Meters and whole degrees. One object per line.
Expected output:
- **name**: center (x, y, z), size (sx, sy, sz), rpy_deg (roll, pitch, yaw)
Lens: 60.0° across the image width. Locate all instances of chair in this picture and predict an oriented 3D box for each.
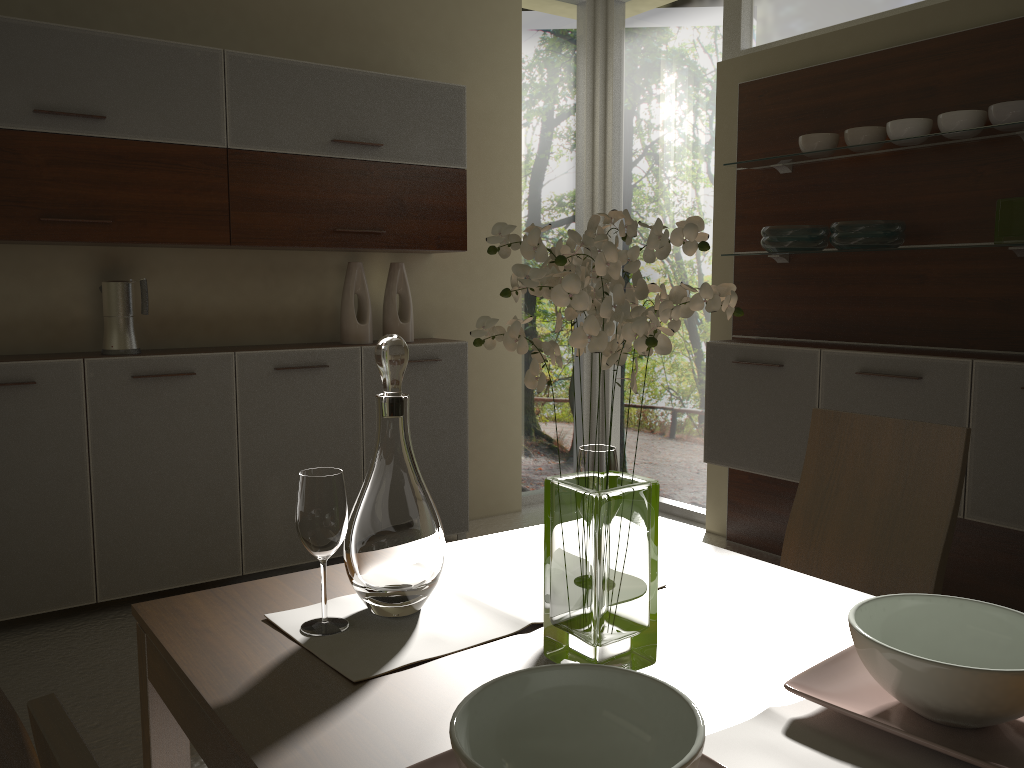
- **chair**: center (-0.372, 0.673, 1.066), size (0.507, 1.017, 0.404), rpy_deg (-4, 8, -34)
- **chair**: center (-0.020, 0.716, 0.675), size (0.507, 1.017, 0.404), rpy_deg (-5, 8, -38)
- **chair**: center (0.593, 0.590, 1.795), size (0.507, 1.017, 0.404), rpy_deg (-5, 8, -35)

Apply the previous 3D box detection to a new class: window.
- **window**: center (-0.630, -0.413, 1.894), size (6.429, 3.000, 4.466), rpy_deg (-5, 8, -37)

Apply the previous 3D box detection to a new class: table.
- **table**: center (0.209, 0.775, 1.170), size (1.000, 0.790, 1.411), rpy_deg (-5, 8, -35)

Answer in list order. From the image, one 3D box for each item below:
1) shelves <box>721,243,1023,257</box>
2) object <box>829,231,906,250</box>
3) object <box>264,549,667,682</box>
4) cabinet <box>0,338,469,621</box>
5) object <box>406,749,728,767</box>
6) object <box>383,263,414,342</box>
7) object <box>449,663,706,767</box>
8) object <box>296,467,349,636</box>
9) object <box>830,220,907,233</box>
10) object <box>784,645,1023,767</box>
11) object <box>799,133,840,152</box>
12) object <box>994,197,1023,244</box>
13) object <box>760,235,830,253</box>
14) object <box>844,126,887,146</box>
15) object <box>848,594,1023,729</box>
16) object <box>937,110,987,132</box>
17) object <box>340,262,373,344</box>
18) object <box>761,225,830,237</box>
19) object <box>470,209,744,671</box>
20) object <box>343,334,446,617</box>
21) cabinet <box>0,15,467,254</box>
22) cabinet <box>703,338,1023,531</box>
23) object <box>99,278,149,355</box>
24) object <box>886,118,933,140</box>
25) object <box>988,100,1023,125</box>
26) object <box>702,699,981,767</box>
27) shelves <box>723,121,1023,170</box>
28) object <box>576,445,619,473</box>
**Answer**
- **shelves**: center (1.777, -0.491, 3.164), size (0.255, 0.008, 2.463), rpy_deg (-5, 8, -35)
- **object**: center (1.437, -0.576, 3.591), size (0.288, 0.068, 0.288), rpy_deg (1, 7, 13)
- **object**: center (-0.059, 0.344, 1.421), size (0.589, 0.010, 0.287), rpy_deg (-5, 8, -38)
- **cabinet**: center (-1.252, 0.355, 3.902), size (2.318, 1.018, 0.372), rpy_deg (-5, 8, -35)
- **object**: center (0.061, 0.396, 0.827), size (0.283, 0.041, 0.283), rpy_deg (-5, 8, -35)
- **object**: center (-0.559, -0.399, 4.338), size (0.153, 0.384, 0.153), rpy_deg (0, 6, -1)
- **object**: center (0.059, 0.356, 0.821), size (0.232, 0.107, 0.233), rpy_deg (-3, 7, -24)
- **object**: center (-0.275, 0.242, 1.291), size (0.075, 0.232, 0.075), rpy_deg (1, 7, 13)
- **object**: center (1.437, -0.619, 3.586), size (0.288, 0.068, 0.288), rpy_deg (1, 7, 13)
- **object**: center (0.512, 0.371, 1.032), size (0.283, 0.033, 0.283), rpy_deg (-6, 8, -41)
- **object**: center (1.299, -1.010, 3.756), size (0.163, 0.077, 0.163), rpy_deg (1, 7, 13)
- **object**: center (1.779, -0.570, 3.113), size (0.111, 0.160, 0.112), rpy_deg (-5, 8, -35)
- **object**: center (1.233, -0.608, 3.871), size (0.288, 0.068, 0.288), rpy_deg (1, 7, 13)
- **object**: center (1.436, -0.993, 3.602), size (0.163, 0.077, 0.163), rpy_deg (1, 7, 13)
- **object**: center (0.512, 0.331, 1.028), size (0.233, 0.101, 0.233), rpy_deg (6, 9, 43)
- **object**: center (1.659, -0.956, 3.272), size (0.163, 0.077, 0.163), rpy_deg (1, 6, 6)
- **object**: center (-0.741, -0.385, 4.211), size (0.153, 0.384, 0.153), rpy_deg (0, 6, -1)
- **object**: center (1.233, -0.650, 3.866), size (0.288, 0.068, 0.288), rpy_deg (1, 7, 13)
- **object**: center (0.121, 0.073, 1.168), size (0.304, 0.608, 0.302), rpy_deg (-4, 8, -32)
- **object**: center (-0.181, 0.136, 1.357), size (0.156, 0.426, 0.156), rpy_deg (1, 6, 6)
- **cabinet**: center (-1.253, -0.978, 3.752), size (2.318, 0.789, 0.372), rpy_deg (-5, 8, -35)
- **cabinet**: center (1.730, 0.187, 3.206), size (0.372, 0.570, 2.463), rpy_deg (-5, 8, -35)
- **object**: center (-1.583, -0.278, 3.613), size (0.181, 0.305, 0.150), rpy_deg (-4, 7, -28)
- **object**: center (1.534, -0.974, 3.427), size (0.163, 0.077, 0.163), rpy_deg (1, 7, 13)
- **object**: center (1.759, -0.938, 3.105), size (0.163, 0.077, 0.163), rpy_deg (1, 7, 13)
- **object**: center (0.380, 0.399, 0.927), size (0.589, 0.010, 0.287), rpy_deg (-4, 8, -32)
- **shelves**: center (1.777, -0.897, 3.119), size (0.255, 0.008, 2.463), rpy_deg (-5, 8, -35)
- **object**: center (0.143, 0.222, 1.495), size (0.075, 0.232, 0.075), rpy_deg (1, 7, 13)
